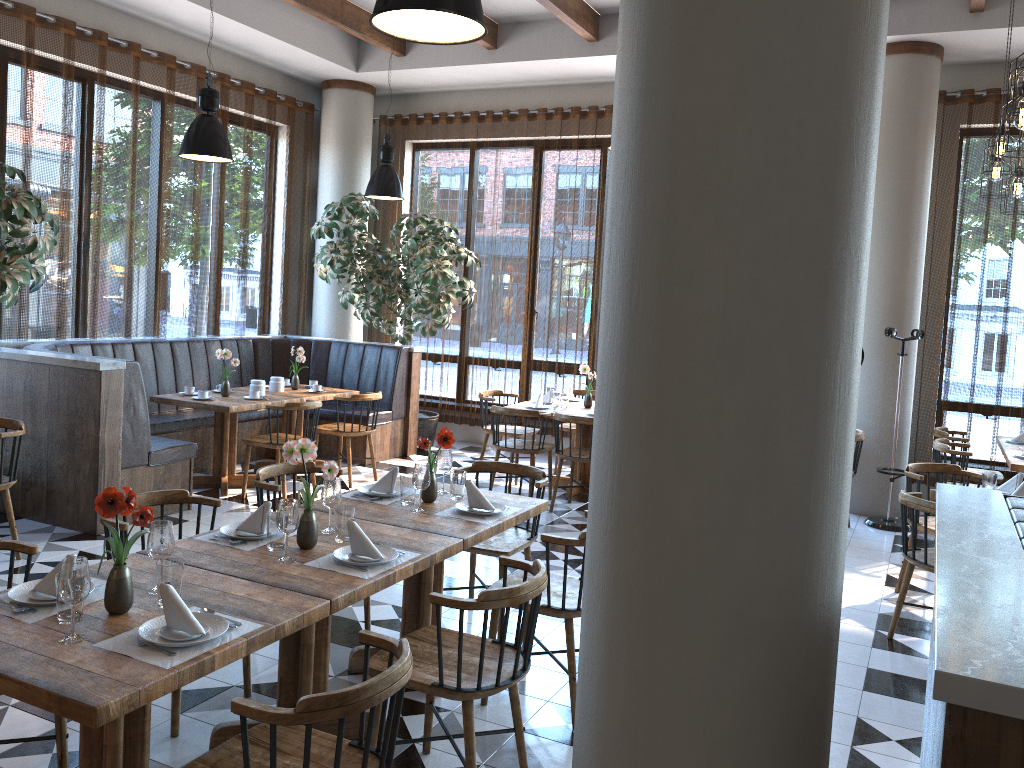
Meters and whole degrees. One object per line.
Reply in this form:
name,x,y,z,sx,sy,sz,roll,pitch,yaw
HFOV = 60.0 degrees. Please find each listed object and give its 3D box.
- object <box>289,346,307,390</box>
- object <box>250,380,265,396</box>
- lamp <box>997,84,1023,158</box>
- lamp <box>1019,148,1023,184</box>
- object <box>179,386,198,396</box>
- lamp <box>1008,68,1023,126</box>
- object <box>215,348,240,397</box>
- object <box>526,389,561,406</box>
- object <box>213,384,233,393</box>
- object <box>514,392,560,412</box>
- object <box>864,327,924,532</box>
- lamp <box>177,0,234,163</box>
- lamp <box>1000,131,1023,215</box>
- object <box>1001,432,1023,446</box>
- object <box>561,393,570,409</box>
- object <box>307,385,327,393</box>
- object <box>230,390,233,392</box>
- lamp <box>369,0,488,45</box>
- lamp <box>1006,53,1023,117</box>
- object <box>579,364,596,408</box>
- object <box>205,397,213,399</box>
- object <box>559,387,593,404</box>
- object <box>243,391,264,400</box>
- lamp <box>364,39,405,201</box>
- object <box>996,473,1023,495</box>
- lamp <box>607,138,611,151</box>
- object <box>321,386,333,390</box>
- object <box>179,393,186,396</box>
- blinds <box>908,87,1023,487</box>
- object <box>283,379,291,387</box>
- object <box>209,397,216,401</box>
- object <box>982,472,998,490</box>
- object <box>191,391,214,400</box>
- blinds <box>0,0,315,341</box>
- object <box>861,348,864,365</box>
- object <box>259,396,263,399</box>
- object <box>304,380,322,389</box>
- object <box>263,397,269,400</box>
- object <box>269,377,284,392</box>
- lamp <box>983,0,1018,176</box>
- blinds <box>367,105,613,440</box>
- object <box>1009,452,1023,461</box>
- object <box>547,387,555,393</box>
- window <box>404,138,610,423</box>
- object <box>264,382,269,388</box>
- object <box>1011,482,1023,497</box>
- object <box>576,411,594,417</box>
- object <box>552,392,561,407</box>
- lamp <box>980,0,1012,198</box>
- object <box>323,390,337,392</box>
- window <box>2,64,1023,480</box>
object,-1.973,-0.146,8.165,0.207,0.399,0.146,6,4,31
object,-2.186,0.032,7.612,0.129,0.128,0.130,2,5,-20
lamp,2.227,-2.005,3.709,0.175,2.066,0.175,6,4,43
lamp,3.340,-2.292,5.490,0.175,2.066,0.175,3,3,0
object,-2.682,0.058,7.371,0.175,0.067,0.176,1,6,-19
lamp,2.361,-2.188,3.876,0.175,2.066,0.175,5,4,32
object,-2.383,-0.095,7.409,0.206,0.399,0.147,3,4,-7
object,0.312,0.111,8.228,0.272,0.137,0.352,6,6,25
object,-2.499,0.039,7.678,0.176,0.067,0.176,7,7,36
object,0.234,0.146,7.822,0.352,0.137,0.272,6,6,25
object,3.196,0.364,7.368,0.375,1.654,0.375,4,3,8
lamp,-2.158,-2.552,6.347,0.391,1.860,0.391,5,4,28
lamp,3.341,-2.139,5.715,0.175,2.066,0.175,4,3,11
object,4.214,0.424,7.327,0.272,0.137,0.352,6,6,25
object,0.472,0.152,7.925,0.080,0.132,0.080,4,4,10
object,-1.771,0.044,8.044,0.176,0.067,0.176,4,5,8
object,-2.434,0.061,7.666,0.050,0.023,0.052,-1,7,-41
lamp,-0.220,-2.096,2.860,0.390,1.860,0.391,3,3,3
lamp,2.146,-2.120,3.499,0.175,2.066,0.175,4,3,10
object,0.679,0.017,8.055,0.146,0.399,0.207,5,4,24
object,-2.444,0.118,7.110,0.034,0.012,0.156,4,6,8
object,0.573,0.094,8.547,0.352,0.137,0.272,6,6,25
object,-2.136,0.092,7.344,0.175,0.067,0.176,0,6,-29
lamp,-1.167,-2.698,8.404,0.391,1.860,0.390,6,4,38
object,2.870,0.566,5.105,0.352,0.137,0.273,1,5,-19
lamp,0.782,-2.244,4.939,0.390,1.860,0.391,4,3,13
object,-1.754,0.036,8.353,0.155,0.023,0.034,5,5,16
object,-2.706,0.088,7.276,0.053,0.025,0.049,4,5,3
blinds,6.966,-0.533,6.597,7.276,3.573,0.160,6,4,25
object,-2.150,-0.013,8.405,0.176,0.067,0.176,8,7,39
object,-2.404,0.121,7.109,0.049,0.025,0.053,5,5,14
object,2.684,0.570,4.986,0.080,0.132,0.080,3,4,0
object,-2.493,0.091,7.148,0.176,0.067,0.176,5,6,17
blinds,-3.616,-1.262,7.834,0.155,3.572,5.552,5,5,26
object,0.877,0.687,2.765,0.374,1.654,0.375,3,3,3
object,-2.076,0.118,7.326,0.034,0.012,0.156,2,6,-12
object,-1.881,0.004,8.390,0.176,0.067,0.176,5,6,16
object,-2.038,0.120,7.339,0.049,0.025,0.053,3,5,-6
object,-2.109,0.004,7.950,0.129,0.128,0.130,2,5,-20
lamp,3.157,-2.368,5.580,0.175,2.066,0.175,4,3,11
blinds,-0.274,-1.292,10.072,3.203,3.573,0.155,5,4,26
object,3.829,0.481,6.527,0.272,0.137,0.352,6,6,25
object,0.367,0.095,8.447,0.080,0.132,0.080,4,4,10
window,0.915,-1.131,9.778,4.973,3.159,0.365,6,4,25
object,-2.320,0.000,8.168,0.175,0.067,0.176,1,6,-19
object,2.709,0.591,4.763,0.272,0.137,0.353,1,6,-19
object,0.754,0.201,7.573,0.352,0.137,0.272,6,6,25
object,0.395,0.140,8.004,0.080,0.132,0.080,4,4,10
lamp,3.316,-2.293,5.926,0.175,2.066,0.175,2,3,-22
object,-1.669,0.063,8.130,0.155,0.023,0.034,-1,7,-39
window,2.622,-0.837,7.801,15.129,3.158,4.505,4,5,2
